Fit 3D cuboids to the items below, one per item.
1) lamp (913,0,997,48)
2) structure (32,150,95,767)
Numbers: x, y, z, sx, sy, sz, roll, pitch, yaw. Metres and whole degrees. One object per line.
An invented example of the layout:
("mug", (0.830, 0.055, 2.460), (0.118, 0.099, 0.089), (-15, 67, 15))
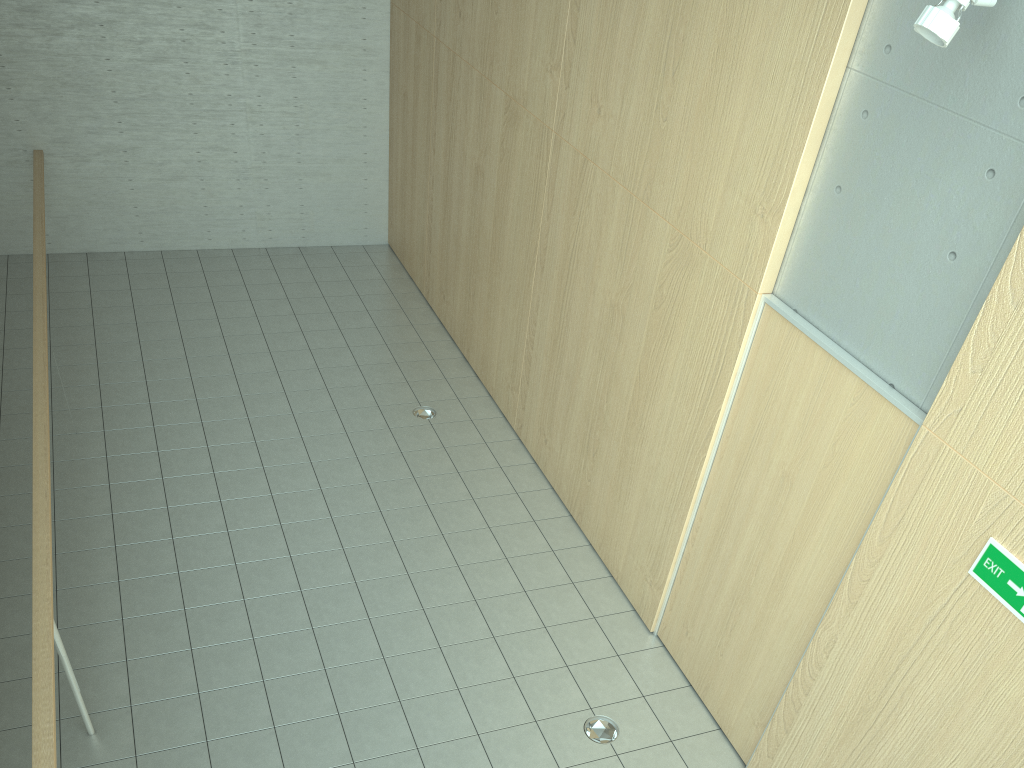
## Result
("lamp", (1.273, -1.092, 2.447), (0.220, 0.227, 0.128), (-21, 45, -34))
("structure", (-2.525, 0.272, 2.254), (1.852, 4.943, 11.014), (-11, 39, -22))
